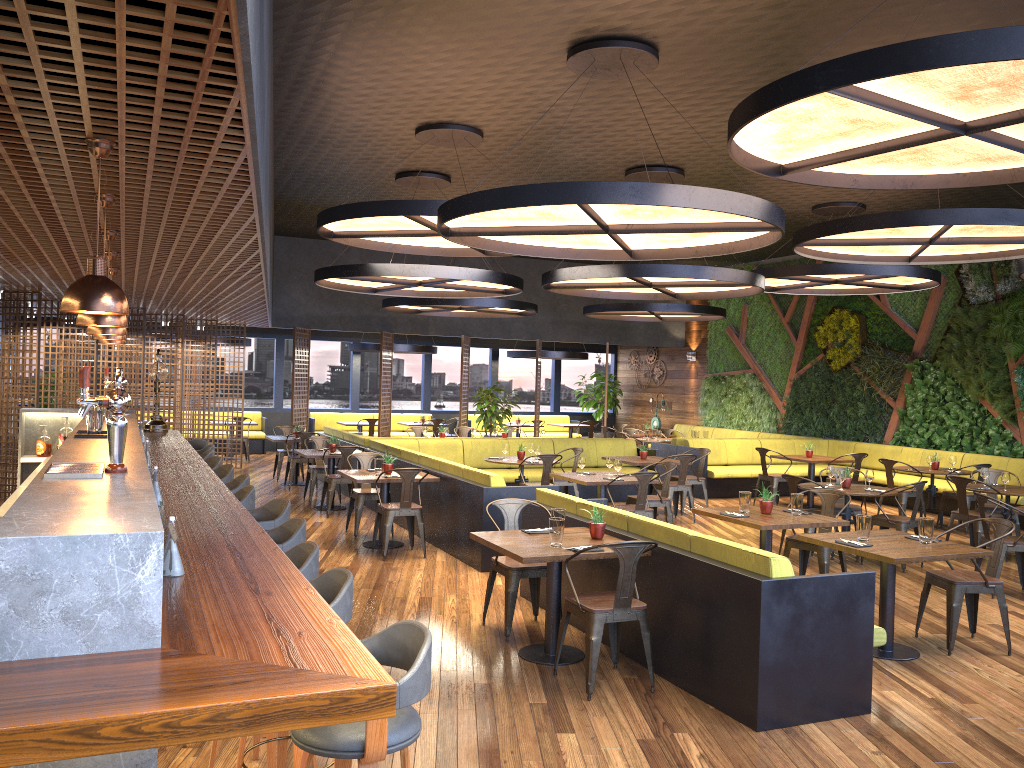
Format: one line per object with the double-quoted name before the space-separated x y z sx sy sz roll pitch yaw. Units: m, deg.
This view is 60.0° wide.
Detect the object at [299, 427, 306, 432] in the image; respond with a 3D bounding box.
"object" -3.399 0.792 14.389 0.102 0.178 0.102 2 0 -18

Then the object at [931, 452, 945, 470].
"object" 5.781 1.033 12.135 0.260 0.271 0.238 2 0 15

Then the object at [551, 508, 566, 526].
"object" 0.315 0.946 6.072 0.102 0.178 0.102 1 0 -38

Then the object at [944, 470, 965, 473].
"object" 5.885 1.167 11.833 0.157 0.019 0.255 2 0 -24

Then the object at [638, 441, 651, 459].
"object" 1.852 0.914 12.395 0.260 0.271 0.238 2 0 12

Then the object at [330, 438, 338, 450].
"object" -2.451 0.832 12.199 0.102 0.178 0.102 1 0 -38

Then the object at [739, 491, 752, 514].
"object" 1.938 0.988 7.381 0.102 0.178 0.102 2 0 32

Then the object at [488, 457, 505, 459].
"object" -0.184 0.985 11.793 0.255 0.019 0.157 2 0 9

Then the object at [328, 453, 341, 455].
"object" -2.338 0.917 11.727 0.255 0.019 0.157 2 0 -24

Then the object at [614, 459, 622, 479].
"object" 1.173 0.942 9.825 0.097 0.206 0.097 2 0 -32

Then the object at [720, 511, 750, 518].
"object" 1.811 1.065 7.271 0.157 0.019 0.255 2 0 -24

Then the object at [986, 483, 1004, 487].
"object" 5.596 1.166 10.267 0.157 0.019 0.255 2 0 19

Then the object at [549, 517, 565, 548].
"object" 0.283 0.947 5.649 0.102 0.178 0.102 2 0 12

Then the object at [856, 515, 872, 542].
"object" 2.456 1.010 6.197 0.102 0.178 0.102 2 0 42

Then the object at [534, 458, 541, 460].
"object" 0.411 1.002 11.884 0.255 0.019 0.157 2 0 -21

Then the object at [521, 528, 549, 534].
"object" 0.203 1.022 6.197 0.255 0.019 0.157 2 0 -24

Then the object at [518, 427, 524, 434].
"object" 0.164 0.880 15.986 0.097 0.206 0.097 2 0 22

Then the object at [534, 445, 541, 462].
"object" 0.335 0.908 11.587 0.097 0.206 0.097 2 0 1

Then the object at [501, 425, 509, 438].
"object" -0.130 0.837 15.722 0.238 0.271 0.260 2 0 -2

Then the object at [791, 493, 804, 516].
"object" 2.361 1.001 7.349 0.102 0.178 0.102 2 0 -18

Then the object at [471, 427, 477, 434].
"object" -0.668 0.857 15.622 0.097 0.206 0.097 2 0 22

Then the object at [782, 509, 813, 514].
"object" 2.432 1.082 7.507 0.157 0.019 0.255 2 0 -24

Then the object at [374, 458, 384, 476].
"object" -1.402 0.878 9.340 0.102 0.178 0.102 2 0 12

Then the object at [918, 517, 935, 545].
"object" 2.879 1.022 6.166 0.102 0.178 0.102 2 0 42

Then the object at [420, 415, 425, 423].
"object" -2.049 0.803 20.232 0.102 0.178 0.102 1 0 -38

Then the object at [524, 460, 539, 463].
"object" 0.239 0.999 11.440 0.157 0.019 0.255 2 0 -17

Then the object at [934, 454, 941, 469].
"object" 5.900 1.071 12.313 0.097 0.206 0.097 2 0 -4

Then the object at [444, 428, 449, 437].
"object" -1.115 0.846 15.056 0.097 0.206 0.097 2 0 22

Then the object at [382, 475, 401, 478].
"object" -1.256 0.962 9.253 0.255 0.019 0.157 2 0 -24

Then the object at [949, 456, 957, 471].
"object" 5.962 1.074 11.991 0.097 0.206 0.097 2 0 30

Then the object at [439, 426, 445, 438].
"object" -1.205 0.807 15.251 0.238 0.271 0.260 2 0 -2

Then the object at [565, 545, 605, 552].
"object" 0.439 1.032 5.576 0.255 0.019 0.157 2 0 -24

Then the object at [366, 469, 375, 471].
"object" -1.482 0.953 9.851 0.255 0.019 0.157 2 0 -24

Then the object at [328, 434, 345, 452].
"object" -2.421 0.787 12.055 0.260 0.271 0.238 2 0 -22

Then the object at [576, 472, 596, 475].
"object" 0.861 1.024 10.184 0.157 0.019 0.255 2 0 -23

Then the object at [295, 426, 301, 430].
"object" -3.537 0.787 14.680 0.102 0.178 0.102 2 0 -8

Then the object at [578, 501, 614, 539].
"object" 0.582 0.908 5.999 0.238 0.271 0.260 2 0 -18

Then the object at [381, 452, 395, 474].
"object" -1.341 0.832 9.556 0.238 0.271 0.260 2 0 -2

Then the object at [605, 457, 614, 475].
"object" 1.118 0.938 10.163 0.097 0.206 0.097 2 0 -23

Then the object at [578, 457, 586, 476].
"object" 0.788 0.929 10.026 0.097 0.206 0.097 2 0 -32

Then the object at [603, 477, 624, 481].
"object" 1.095 1.034 9.669 0.157 0.019 0.255 2 0 -23

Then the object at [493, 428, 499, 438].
"object" -0.283 0.870 15.421 0.097 0.206 0.097 2 0 22

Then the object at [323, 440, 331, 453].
"object" -2.473 0.833 11.824 0.102 0.178 0.102 1 0 -38

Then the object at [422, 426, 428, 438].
"object" -1.501 0.834 15.257 0.097 0.206 0.097 2 0 22

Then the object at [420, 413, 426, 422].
"object" -2.011 0.759 20.060 0.238 0.271 0.260 2 0 -2

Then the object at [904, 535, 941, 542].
"object" 2.950 1.104 6.324 0.157 0.019 0.255 2 0 -24

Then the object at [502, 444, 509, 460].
"object" -0.088 0.895 11.645 0.097 0.206 0.097 2 0 18

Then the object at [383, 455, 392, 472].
"object" -1.369 0.877 9.726 0.102 0.178 0.102 1 0 -38

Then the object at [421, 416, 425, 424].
"object" -1.997 0.806 19.877 0.102 0.178 0.102 1 0 -38

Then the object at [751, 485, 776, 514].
"object" 2.116 0.947 7.398 0.238 0.271 0.260 2 0 15

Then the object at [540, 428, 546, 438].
"object" 0.549 0.893 15.785 0.097 0.206 0.097 2 0 22

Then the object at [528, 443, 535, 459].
"object" 0.260 0.903 11.965 0.097 0.206 0.097 2 0 15

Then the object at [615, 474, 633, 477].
"object" 1.272 1.037 10.088 0.255 0.019 0.157 2 0 -23

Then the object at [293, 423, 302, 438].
"object" -3.494 0.742 14.507 0.260 0.271 0.238 2 0 -22

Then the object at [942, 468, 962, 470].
"object" 6.052 1.170 12.233 0.255 0.019 0.157 2 0 -22

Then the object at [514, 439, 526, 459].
"object" 0.115 0.865 11.788 0.238 0.271 0.260 2 0 -2

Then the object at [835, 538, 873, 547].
"object" 2.329 1.086 6.087 0.157 0.019 0.255 2 0 -24
